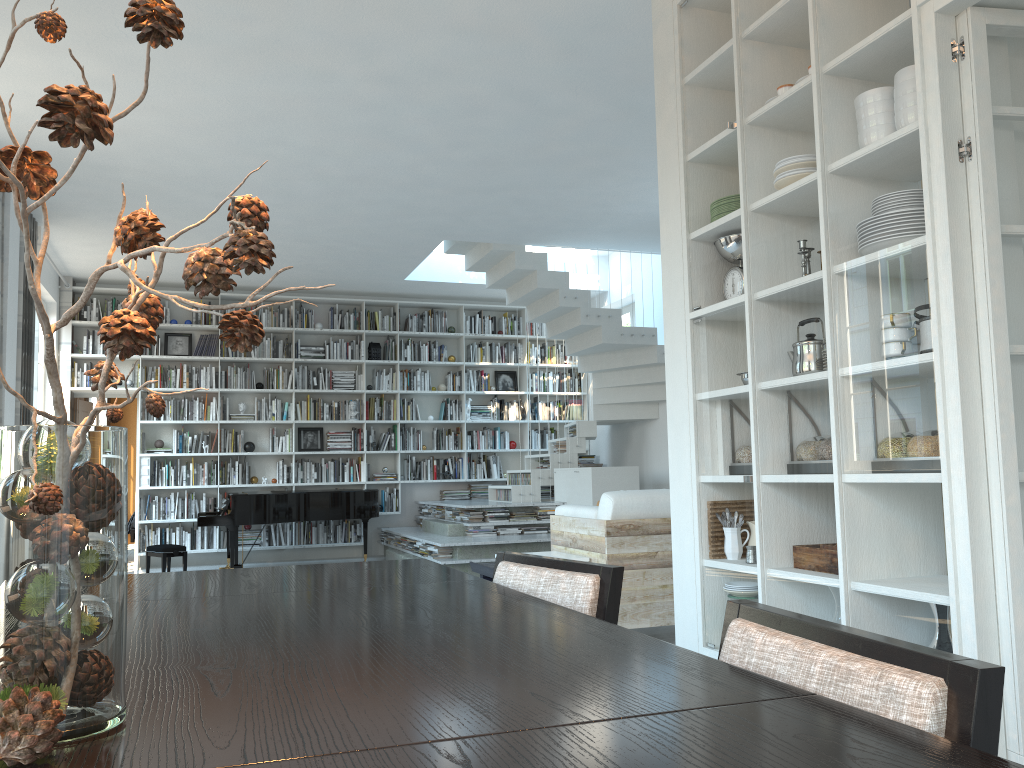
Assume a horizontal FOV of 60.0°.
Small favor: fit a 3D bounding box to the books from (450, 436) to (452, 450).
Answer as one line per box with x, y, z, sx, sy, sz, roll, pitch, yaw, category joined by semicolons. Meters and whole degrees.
-0.792;0.749;11.218;0.019;0.183;0.191;1;-6;-19;books

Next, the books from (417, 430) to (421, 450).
-1.166;0.707;11.105;0.014;0.261;0.142;1;-6;-19;books

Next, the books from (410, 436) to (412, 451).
-1.279;0.742;11.049;0.013;0.186;0.184;1;-6;-19;books

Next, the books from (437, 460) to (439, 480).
-0.944;1.085;11.156;0.021;0.242;0.131;1;-6;-19;books

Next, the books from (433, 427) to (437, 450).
-0.969;0.697;11.192;0.016;0.289;0.131;1;-6;-19;books

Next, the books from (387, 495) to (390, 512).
-1.512;1.458;10.822;0.013;0.202;0.139;1;-6;-19;books

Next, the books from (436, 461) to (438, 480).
-0.964;1.086;11.142;0.025;0.237;0.156;1;-6;-19;books

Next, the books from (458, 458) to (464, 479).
-0.646;1.072;11.243;0.025;0.272;0.171;1;-6;-19;books

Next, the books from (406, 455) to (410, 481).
-1.293;1.040;11.008;0.010;0.316;0.187;1;-6;-19;books

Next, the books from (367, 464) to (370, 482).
-1.769;1.090;10.867;0.030;0.210;0.136;1;-6;-19;books

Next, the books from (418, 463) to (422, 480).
-1.152;1.093;11.069;0.011;0.217;0.175;1;-6;-19;books

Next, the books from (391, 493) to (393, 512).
-1.473;1.446;10.828;0.012;0.225;0.149;1;-6;-19;books

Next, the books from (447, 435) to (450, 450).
-0.810;0.744;11.218;0.015;0.194;0.176;1;-6;-19;books

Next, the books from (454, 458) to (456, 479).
-0.743;1.076;11.220;0.021;0.264;0.150;1;-6;-19;books

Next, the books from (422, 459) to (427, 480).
-1.092;1.069;11.096;0.014;0.267;0.171;1;-6;-19;books

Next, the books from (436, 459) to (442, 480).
-0.917;1.073;11.149;0.026;0.262;0.173;1;-6;-19;books

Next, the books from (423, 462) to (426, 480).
-1.110;1.089;11.091;0.024;0.228;0.160;1;-6;-19;books

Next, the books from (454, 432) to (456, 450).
-0.742;0.727;11.255;0.021;0.231;0.155;1;-6;-19;books

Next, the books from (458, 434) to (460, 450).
-0.693;0.741;11.262;0.013;0.203;0.158;1;-6;-19;books

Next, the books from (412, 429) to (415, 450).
-1.238;0.703;11.071;0.012;0.267;0.183;1;-6;-19;books

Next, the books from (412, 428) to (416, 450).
-1.225;0.696;11.094;0.006;0.285;0.159;1;-6;-19;books

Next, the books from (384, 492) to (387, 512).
-1.550;1.434;10.792;0.014;0.245;0.176;1;-6;-19;books

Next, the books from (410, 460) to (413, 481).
-1.263;1.070;11.016;0.023;0.256;0.178;1;-6;-19;books

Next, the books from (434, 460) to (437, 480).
-0.985;1.081;11.120;0.031;0.243;0.185;1;-6;-19;books

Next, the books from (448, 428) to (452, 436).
-0.783;0.704;11.230;0.006;0.274;0.173;1;-6;-19;books

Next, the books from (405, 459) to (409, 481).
-1.307;1.067;10.999;0.023;0.262;0.186;1;-6;-19;books

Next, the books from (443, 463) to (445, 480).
-0.872;1.100;11.172;0.022;0.211;0.136;1;-6;-19;books

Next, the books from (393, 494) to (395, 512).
-1.456;1.451;10.815;0.011;0.212;0.178;1;-6;-19;books

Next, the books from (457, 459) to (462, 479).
-0.669;1.079;11.234;0.026;0.258;0.157;1;-6;-19;books

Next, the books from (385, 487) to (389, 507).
-1.535;1.409;10.820;0.032;0.300;0.149;1;-6;-19;books

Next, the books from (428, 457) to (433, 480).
-1.023;1.062;11.129;0.012;0.285;0.159;1;-6;-19;books

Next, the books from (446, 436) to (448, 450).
-0.845;0.748;11.194;0.018;0.182;0.182;1;-6;-19;books

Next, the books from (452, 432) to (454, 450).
-0.771;0.727;11.231;0.018;0.229;0.182;1;-6;-19;books

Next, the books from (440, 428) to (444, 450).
-0.884;0.700;11.213;0.007;0.285;0.159;1;-6;-19;books

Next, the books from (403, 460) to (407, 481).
-1.330;1.073;11.012;0.012;0.254;0.161;1;-6;-19;books

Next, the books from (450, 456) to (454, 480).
-0.759;1.061;11.215;0.013;0.293;0.135;1;-6;-19;books

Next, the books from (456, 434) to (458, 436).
-0.709;0.741;11.266;0.016;0.205;0.141;1;-6;-19;books

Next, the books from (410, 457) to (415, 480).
-1.238;1.052;11.026;0.030;0.294;0.189;1;-6;-19;books

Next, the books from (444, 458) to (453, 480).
-0.794;1.073;11.191;0.070;0.266;0.186;1;-6;-19;books

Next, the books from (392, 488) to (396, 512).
-1.444;1.416;10.830;0.021;0.284;0.172;1;-6;-19;books

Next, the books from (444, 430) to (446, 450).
-0.863;0.714;11.191;0.018;0.250;0.184;1;-6;-19;books

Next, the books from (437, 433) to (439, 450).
-0.944;0.731;11.168;0.016;0.215;0.178;1;-6;-19;books

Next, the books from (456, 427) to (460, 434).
-0.681;0.695;11.262;0.007;0.295;0.162;1;-6;-19;books

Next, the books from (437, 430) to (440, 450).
-0.935;0.710;11.188;0.015;0.262;0.150;1;-6;-19;books

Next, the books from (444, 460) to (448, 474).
-0.832;1.082;11.183;0.012;0.249;0.164;1;-6;-19;books

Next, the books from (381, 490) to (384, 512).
-1.574;1.426;10.794;0.005;0.263;0.162;1;-6;-19;books

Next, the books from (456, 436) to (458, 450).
-0.715;0.750;11.234;0.016;0.180;0.189;1;-6;-19;books

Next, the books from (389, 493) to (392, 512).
-1.485;1.445;10.806;0.026;0.224;0.175;1;-6;-19;books

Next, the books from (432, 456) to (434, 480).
-1.005;1.056;11.113;0.012;0.292;0.175;1;-6;-19;books

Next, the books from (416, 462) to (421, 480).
-1.188;1.085;11.056;0.065;0.231;0.162;1;-6;-19;books

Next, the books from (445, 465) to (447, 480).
-0.848;1.115;11.172;0.025;0.181;0.169;1;-6;-19;books

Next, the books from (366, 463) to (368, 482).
-1.796;1.080;10.856;0.027;0.228;0.141;1;-6;-19;books

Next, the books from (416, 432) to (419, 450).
-1.192;0.718;11.093;0.015;0.238;0.176;1;-6;-19;books

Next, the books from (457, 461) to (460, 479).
-0.691;1.093;11.218;0.025;0.227;0.176;1;-6;-19;books

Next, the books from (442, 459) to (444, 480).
-0.895;1.074;11.165;0.026;0.262;0.169;1;-6;-19;books

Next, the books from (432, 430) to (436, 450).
-0.981;0.714;11.173;0.019;0.251;0.130;1;-6;-19;books

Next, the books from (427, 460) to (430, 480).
-1.058;1.076;11.096;0.025;0.252;0.181;1;-6;-19;books

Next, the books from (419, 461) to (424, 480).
-1.136;1.086;11.086;0.029;0.234;0.142;1;-6;-19;books

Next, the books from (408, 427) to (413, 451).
-1.267;0.687;11.057;0.014;0.296;0.175;1;-6;-19;books

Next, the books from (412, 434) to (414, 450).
-1.253;0.735;11.076;0.013;0.203;0.167;1;-6;-19;books
